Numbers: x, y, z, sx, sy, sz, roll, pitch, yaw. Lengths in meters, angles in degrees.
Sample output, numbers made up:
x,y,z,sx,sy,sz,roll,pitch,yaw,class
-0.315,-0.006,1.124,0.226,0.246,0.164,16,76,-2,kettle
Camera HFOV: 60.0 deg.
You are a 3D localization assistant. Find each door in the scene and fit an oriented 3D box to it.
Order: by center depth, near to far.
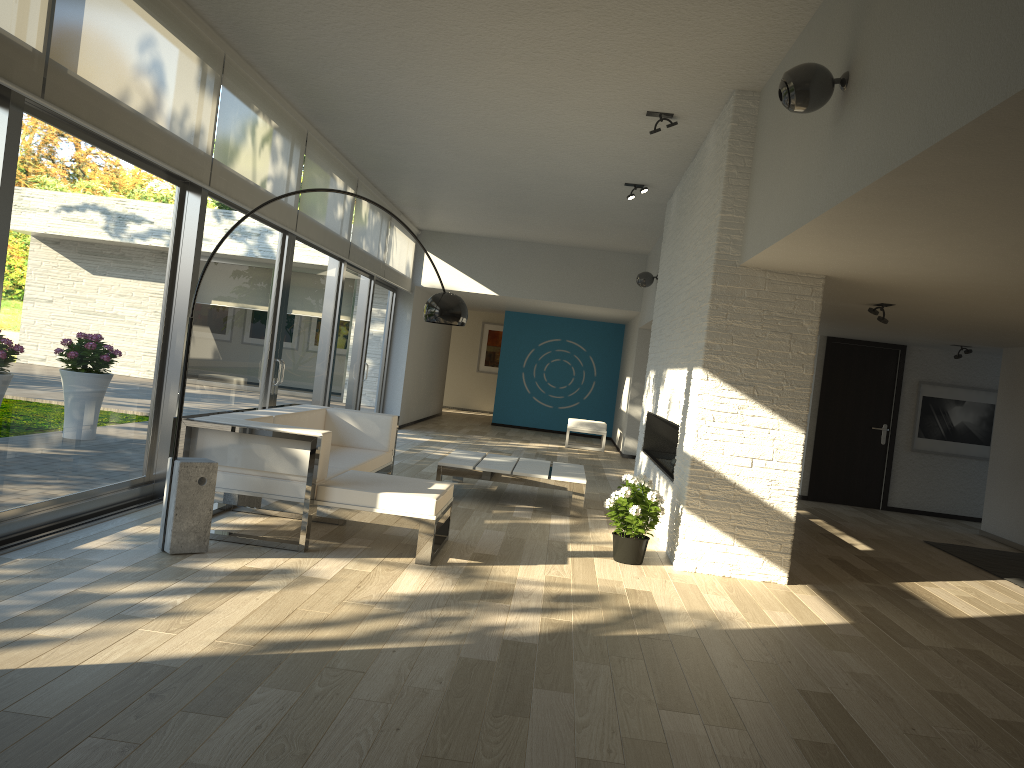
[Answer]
x,y,z,sx,sy,sz,roll,pitch,yaw,class
-1.097,-0.183,9.527,19.441,2.373,22.949,7,1,3,door
4.050,0.459,10.439,0.920,1.947,0.108,7,0,3,door

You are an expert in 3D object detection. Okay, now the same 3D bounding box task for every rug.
x,y,z,sx,sy,sz,roll,pitch,yaw,class
4.220,1.518,7.170,0.979,0.011,1.999,7,1,3,rug

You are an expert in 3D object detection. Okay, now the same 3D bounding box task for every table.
x,y,z,sx,sy,sz,roll,pitch,yaw,class
0.018,0.856,7.826,1.220,0.305,1.220,7,1,3,table

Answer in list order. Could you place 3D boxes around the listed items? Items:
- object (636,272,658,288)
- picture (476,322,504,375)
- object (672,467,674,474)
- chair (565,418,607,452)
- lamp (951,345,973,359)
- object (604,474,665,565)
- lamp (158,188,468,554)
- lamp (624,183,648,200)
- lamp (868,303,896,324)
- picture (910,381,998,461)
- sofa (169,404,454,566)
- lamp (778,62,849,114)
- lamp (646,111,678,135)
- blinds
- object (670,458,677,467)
x,y,z,sx,sy,sz,roll,pitch,yaw,class
1.714,-1.303,11.109,0.315,0.203,0.201,7,1,3,object
-0.081,-0.781,20.672,1.378,1.191,0.017,7,0,3,picture
1.414,0.727,7.335,0.075,0.074,0.246,7,1,-18,object
1.176,0.806,14.128,0.611,0.442,0.610,7,1,3,chair
4.848,-0.337,9.556,0.234,0.153,0.135,7,1,3,lamp
0.782,0.862,5.689,0.405,0.571,0.430,7,1,25,object
-0.993,-0.083,5.072,1.752,2.024,0.283,6,1,-44,lamp
1.203,-1.861,8.611,0.234,0.153,0.135,7,1,3,lamp
2.788,-0.530,6.720,0.135,0.153,0.234,7,1,3,lamp
5.187,0.433,10.346,0.959,0.828,0.017,7,0,3,picture
-1.114,0.580,6.073,1.546,0.654,2.404,7,1,3,sofa
1.260,-1.214,3.654,0.315,0.203,0.201,7,1,3,lamp
1.061,-1.833,6.294,0.234,0.153,0.135,7,1,3,lamp
-1.833,-1.788,7.723,0.056,0.984,11.530,7,1,3,blinds
1.495,0.723,8.060,0.075,0.074,0.246,7,1,2,object
